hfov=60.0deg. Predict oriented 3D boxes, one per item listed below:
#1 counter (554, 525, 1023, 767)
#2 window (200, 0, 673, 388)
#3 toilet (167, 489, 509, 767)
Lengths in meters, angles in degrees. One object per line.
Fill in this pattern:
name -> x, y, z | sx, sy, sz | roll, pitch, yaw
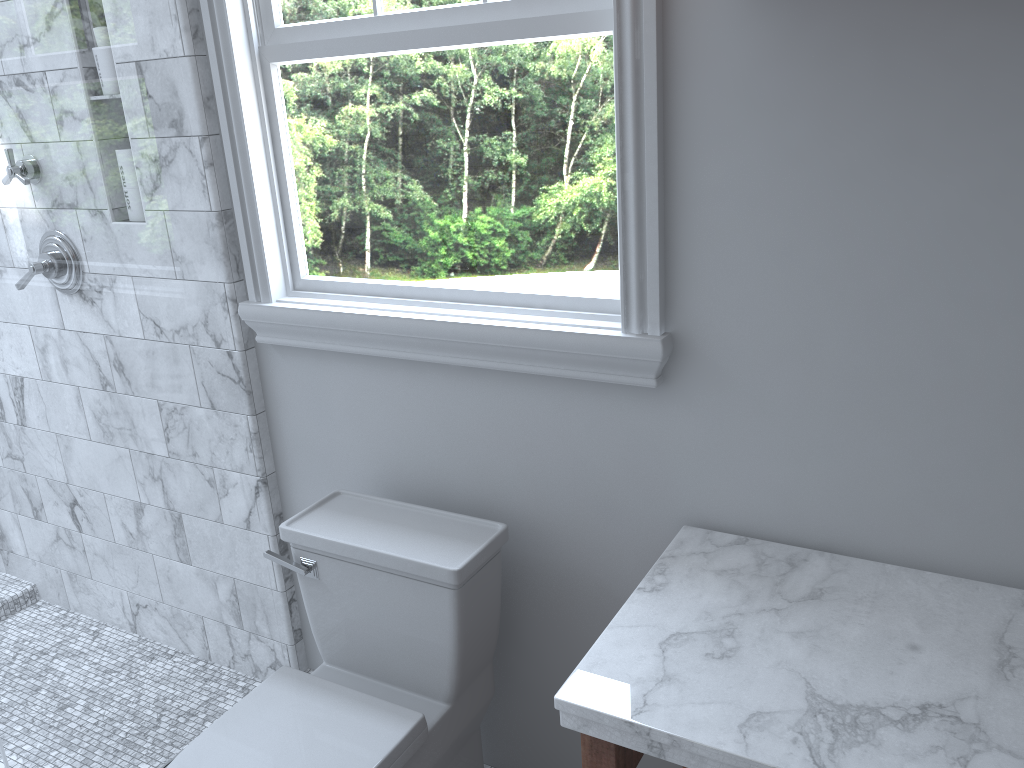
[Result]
counter -> 0.574, 0.773, 1.366 | 0.828, 0.810, 0.539 | 7, 22, 29
window -> -0.181, -0.650, 1.654 | 1.040, 1.248, 0.149 | 7, 22, 29
toilet -> -0.371, 0.710, 1.717 | 0.490, 0.727, 0.722 | 7, 22, 29
